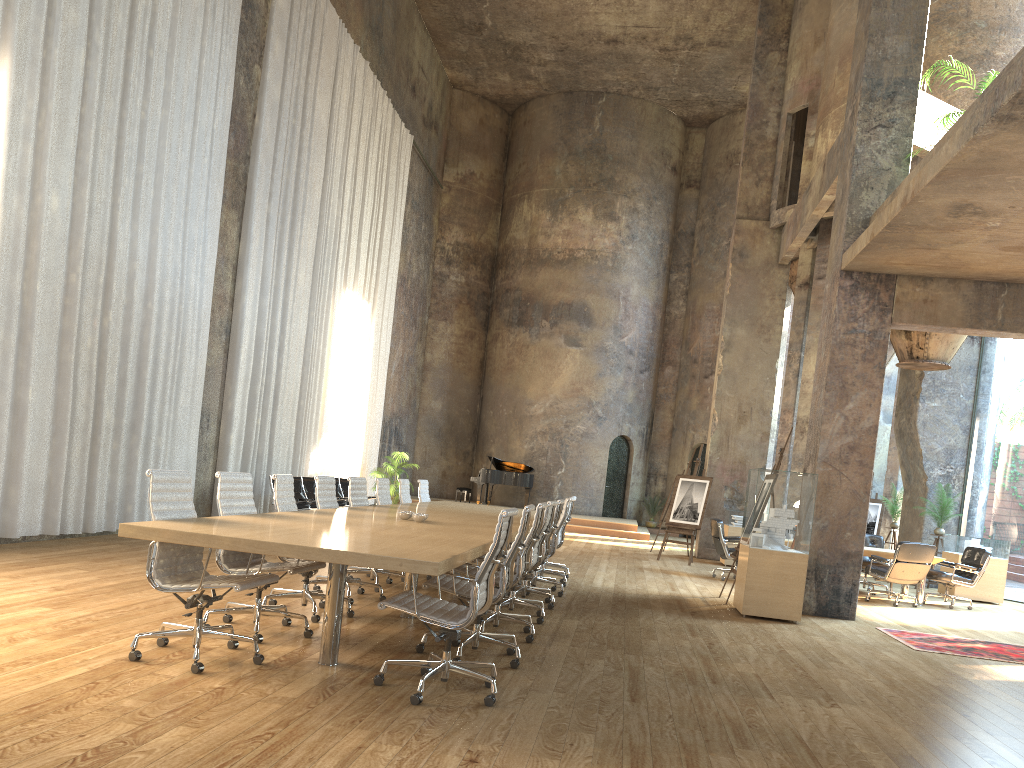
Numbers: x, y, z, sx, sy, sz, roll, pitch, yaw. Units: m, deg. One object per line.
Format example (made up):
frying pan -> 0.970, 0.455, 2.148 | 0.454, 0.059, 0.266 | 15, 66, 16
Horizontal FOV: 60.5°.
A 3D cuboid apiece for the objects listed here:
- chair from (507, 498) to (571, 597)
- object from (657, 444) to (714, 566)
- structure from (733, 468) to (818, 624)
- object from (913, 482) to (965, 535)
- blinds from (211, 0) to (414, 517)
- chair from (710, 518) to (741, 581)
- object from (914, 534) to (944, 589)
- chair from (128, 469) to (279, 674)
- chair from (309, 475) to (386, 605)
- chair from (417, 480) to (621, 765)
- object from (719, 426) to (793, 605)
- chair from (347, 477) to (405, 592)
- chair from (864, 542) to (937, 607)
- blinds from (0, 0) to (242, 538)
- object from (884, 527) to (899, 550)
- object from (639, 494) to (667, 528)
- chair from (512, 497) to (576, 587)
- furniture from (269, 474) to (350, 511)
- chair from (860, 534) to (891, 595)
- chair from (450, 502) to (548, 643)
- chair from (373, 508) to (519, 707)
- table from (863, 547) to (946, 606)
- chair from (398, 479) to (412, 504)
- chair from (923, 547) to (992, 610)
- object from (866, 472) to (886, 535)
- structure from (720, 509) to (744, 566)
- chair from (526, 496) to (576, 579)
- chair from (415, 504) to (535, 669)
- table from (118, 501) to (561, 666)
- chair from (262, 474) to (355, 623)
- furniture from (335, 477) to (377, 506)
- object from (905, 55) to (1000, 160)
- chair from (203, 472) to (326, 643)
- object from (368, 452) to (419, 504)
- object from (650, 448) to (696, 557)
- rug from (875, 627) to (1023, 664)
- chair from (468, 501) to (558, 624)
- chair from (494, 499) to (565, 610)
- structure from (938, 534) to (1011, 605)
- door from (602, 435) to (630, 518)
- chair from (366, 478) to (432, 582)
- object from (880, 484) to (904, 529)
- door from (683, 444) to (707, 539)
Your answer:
chair -> 0.257, 1.681, 9.248 | 0.698, 1.026, 0.667 | 6, -1, 7
object -> 3.111, 2.087, 15.328 | 0.696, 2.149, 0.688 | 7, 1, 40
structure -> 2.784, 1.704, 9.354 | 0.593, 1.549, 0.744 | 6, 0, 8
object -> 7.377, 2.151, 15.251 | 0.856, 0.941, 0.690 | 6, -1, 10
blinds -> -3.252, -1.845, 16.500 | 0.274, 8.649, 7.855 | 6, -2, 9
chair -> 3.327, 2.477, 13.059 | 0.820, 0.893, 0.731 | 6, -1, 4
object -> 7.418, 3.102, 15.183 | 0.566, 0.973, 0.663 | 6, -1, 44
chair -> -1.683, 1.018, 4.894 | 0.697, 1.026, 0.668 | 6, -1, 13
chair -> -1.379, 1.325, 7.531 | 0.697, 1.026, 0.668 | 6, -1, 13
chair -> 1.884, 2.018, 10.726 | 12.925, 1.031, 31.647 | 5, -6, 8
object -> 2.909, 1.536, 10.233 | 0.683, 2.149, 0.701 | 6, 1, 7
chair -> -1.261, 1.429, 8.404 | 0.696, 1.026, 0.668 | 6, -1, 16
chair -> 5.270, 2.589, 12.101 | 0.733, 0.893, 0.819 | 7, -2, -18
blinds -> -4.374, -2.858, 7.926 | 0.274, 8.649, 7.855 | 6, -2, 9
object -> 7.666, 3.389, 17.685 | 0.658, 0.973, 0.571 | 6, 0, 2
object -> 3.970, 3.529, 24.532 | 0.908, 0.991, 0.912 | 6, -2, 19
chair -> 0.359, 1.781, 10.099 | 0.696, 1.026, 0.668 | 6, -1, 16
furniture -> -3.040, 1.843, 13.371 | 0.707, 0.841, 1.880 | 6, -5, 8
chair -> 5.462, 2.759, 13.539 | 0.728, 0.893, 0.824 | 6, -2, 9
chair -> -0.101, 1.363, 6.559 | 0.697, 1.026, 0.668 | 6, -1, 13
chair -> -0.344, 1.144, 4.708 | 0.697, 1.026, 0.668 | 6, -1, 13
table -> 4.847, 2.716, 12.853 | 2.405, 0.700, 1.109 | 6, -4, 7
chair -> -1.030, 1.641, 10.207 | 0.697, 1.026, 0.667 | 6, -1, 11
chair -> 6.326, 2.761, 12.657 | 0.820, 0.893, 0.731 | 6, -1, 2
object -> 7.581, 2.939, 18.849 | 0.696, 2.149, 0.688 | 7, 1, 37
structure -> 4.230, 2.808, 15.898 | 0.742, 1.015, 0.737 | 6, -1, 8
chair -> 0.437, 1.879, 10.960 | 0.697, 1.026, 0.668 | 6, -1, 13
chair -> -0.218, 1.256, 5.648 | 0.697, 1.026, 0.667 | 6, -1, 11
table -> -0.666, 1.583, 8.005 | 1.598, 0.758, 7.749 | 6, -6, 8
chair -> -1.488, 1.217, 6.604 | 0.698, 1.026, 0.667 | 6, -1, 7
furniture -> -2.730, 2.123, 15.740 | 0.707, 0.841, 1.880 | 6, -5, 8
object -> 4.791, -2.311, 8.969 | 1.397, 1.811, 1.361 | 6, -1, 14
chair -> -1.600, 1.117, 5.755 | 0.696, 1.026, 0.668 | 6, -1, 16
object -> -2.592, 2.200, 19.274 | 1.092, 1.458, 1.129 | 6, -1, -1
object -> 3.252, 2.299, 17.216 | 0.679, 2.149, 0.705 | 7, 1, 34
rug -> 4.996, 2.633, 8.569 | 2.457, 0.009, 1.352 | 5, -6, 8
chair -> 0.013, 1.468, 7.451 | 0.696, 1.026, 0.668 | 6, -1, 16
chair -> 0.130, 1.572, 8.324 | 0.697, 1.026, 0.668 | 6, -1, 13
structure -> 7.428, 2.975, 14.162 | 0.733, 1.015, 0.745 | 6, -1, 8
door -> 2.845, 2.546, 24.244 | 0.908, 2.299, 0.090 | 6, 2, -34
chair -> -1.148, 1.534, 9.296 | 0.697, 1.026, 0.668 | 6, -1, 13
object -> 7.716, 2.441, 17.688 | 0.684, 0.940, 0.865 | 6, -2, 29
door -> 5.156, 2.933, 23.939 | 0.112, 2.634, 0.895 | 5, 2, -40
